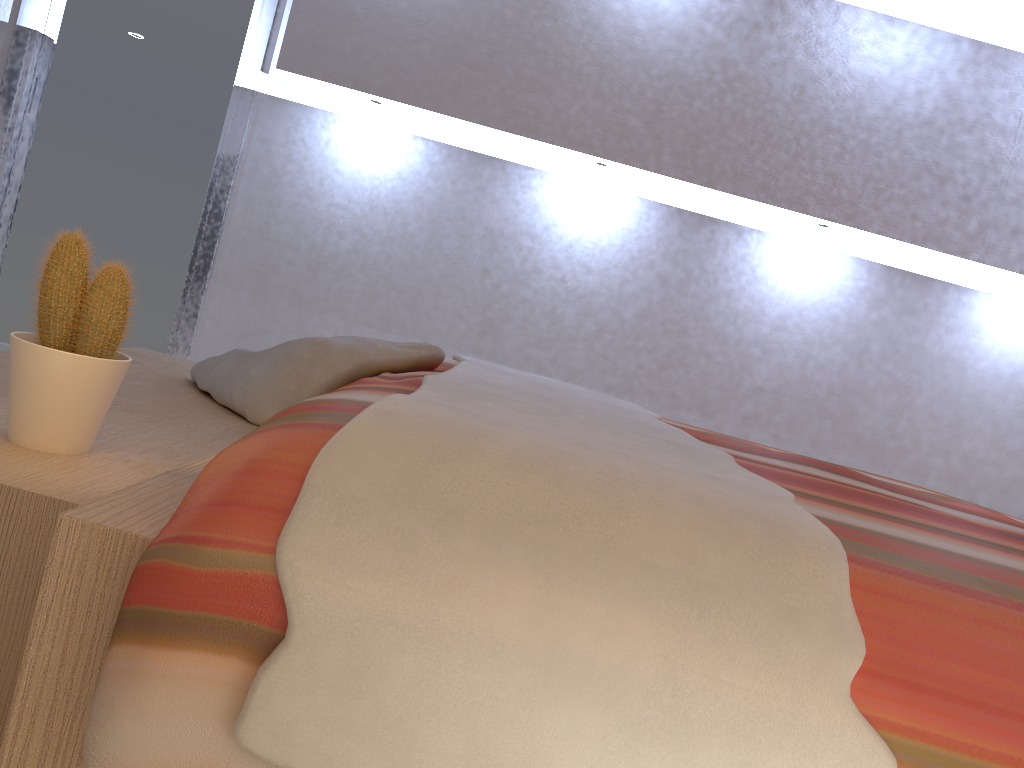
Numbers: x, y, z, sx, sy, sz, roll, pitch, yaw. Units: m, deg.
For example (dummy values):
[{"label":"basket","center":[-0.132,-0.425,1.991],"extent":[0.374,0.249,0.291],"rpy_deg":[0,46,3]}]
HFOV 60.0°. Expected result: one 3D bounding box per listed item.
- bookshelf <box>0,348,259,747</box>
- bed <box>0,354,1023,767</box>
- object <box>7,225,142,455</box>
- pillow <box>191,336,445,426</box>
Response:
[{"label":"bookshelf","center":[-0.739,0.169,1.688],"extent":[0.643,0.303,1.495],"rpy_deg":[15,3,-1]},{"label":"bed","center":[1.112,0.318,1.699],"extent":[3.009,0.994,2.087],"rpy_deg":[15,3,-1]},{"label":"object","center":[-0.564,-0.056,1.143],"extent":[0.144,0.294,0.144],"rpy_deg":[17,3,24]},{"label":"pillow","center":[-0.430,-0.036,1.997],"extent":[0.470,0.241,0.498],"rpy_deg":[13,4,-36]}]
